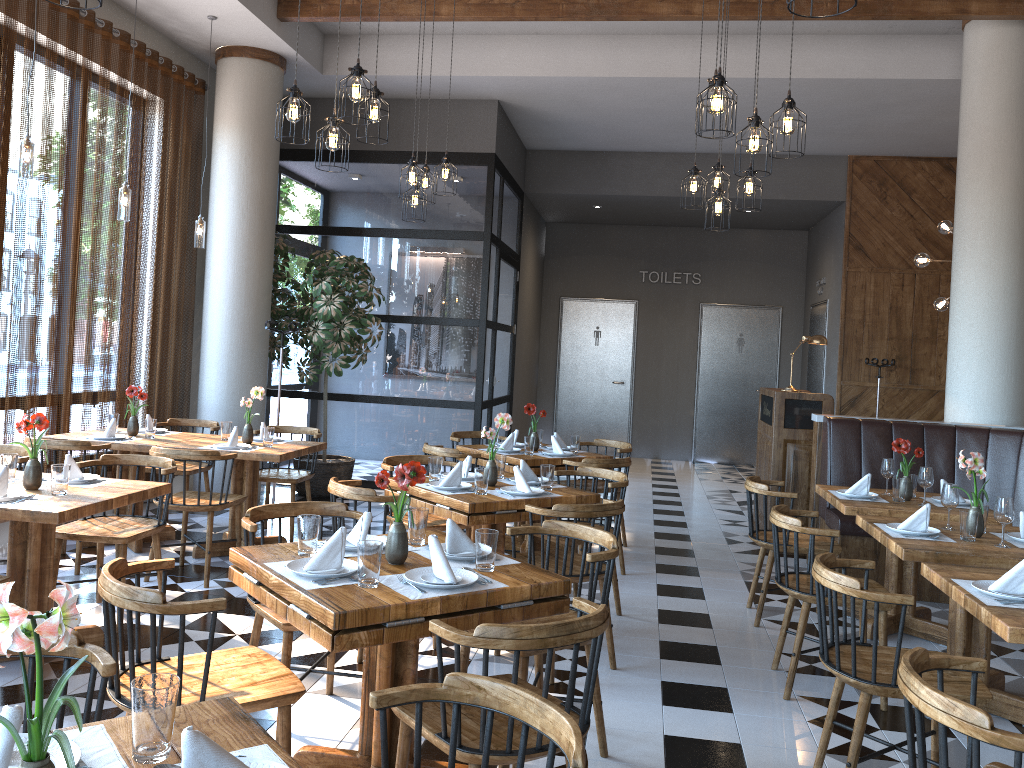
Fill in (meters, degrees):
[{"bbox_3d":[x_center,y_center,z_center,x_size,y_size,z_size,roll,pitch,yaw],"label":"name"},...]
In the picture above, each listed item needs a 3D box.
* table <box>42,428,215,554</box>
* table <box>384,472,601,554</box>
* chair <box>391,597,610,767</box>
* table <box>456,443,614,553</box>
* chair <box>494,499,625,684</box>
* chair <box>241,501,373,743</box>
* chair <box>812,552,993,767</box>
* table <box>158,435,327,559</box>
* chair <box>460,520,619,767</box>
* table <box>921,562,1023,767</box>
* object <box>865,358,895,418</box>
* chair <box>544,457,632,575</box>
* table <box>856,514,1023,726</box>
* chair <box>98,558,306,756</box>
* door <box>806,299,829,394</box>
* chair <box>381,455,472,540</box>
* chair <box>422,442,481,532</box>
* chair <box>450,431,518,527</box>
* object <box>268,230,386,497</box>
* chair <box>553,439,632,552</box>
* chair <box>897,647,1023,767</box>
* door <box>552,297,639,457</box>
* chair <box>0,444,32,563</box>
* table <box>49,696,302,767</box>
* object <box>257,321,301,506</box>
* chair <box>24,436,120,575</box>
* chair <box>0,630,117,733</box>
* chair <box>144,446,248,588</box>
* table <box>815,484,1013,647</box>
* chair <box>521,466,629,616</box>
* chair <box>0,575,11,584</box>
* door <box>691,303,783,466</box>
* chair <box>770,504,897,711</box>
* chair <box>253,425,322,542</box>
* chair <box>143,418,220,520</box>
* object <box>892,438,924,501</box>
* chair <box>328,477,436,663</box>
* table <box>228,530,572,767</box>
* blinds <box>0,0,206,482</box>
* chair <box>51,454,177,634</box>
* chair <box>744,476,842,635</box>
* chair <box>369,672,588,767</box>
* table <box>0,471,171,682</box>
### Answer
[{"bbox_3d":[-2.703,0.747,6.269,0.850,0.764,0.850,3,1,9],"label":"table"},{"bbox_3d":[-0.136,0.937,4.840,0.863,0.764,0.865,2,1,-36],"label":"table"},{"bbox_3d":[-0.036,1.000,2.475,0.519,0.817,0.550,3,0,-36],"label":"chair"},{"bbox_3d":[0.146,0.886,6.698,0.863,0.764,0.865,2,1,-36],"label":"table"},{"bbox_3d":[0.242,0.950,4.313,0.519,0.817,0.550,3,0,-36],"label":"chair"},{"bbox_3d":[-0.799,0.922,3.513,0.519,0.817,0.550,3,0,-36],"label":"chair"},{"bbox_3d":[1.315,1.052,3.078,0.550,0.817,0.519,3,0,9],"label":"chair"},{"bbox_3d":[-1.858,0.797,6.141,0.850,0.764,0.850,3,1,9],"label":"table"},{"bbox_3d":[0.101,0.976,3.376,0.549,0.817,0.520,3,0,-36],"label":"chair"},{"bbox_3d":[1.939,1.115,2.988,0.850,0.764,0.850,3,1,9],"label":"table"},{"bbox_3d":[4.205,0.531,10.218,0.375,1.659,0.374,3,0,31],"label":"object"},{"bbox_3d":[0.526,0.898,6.183,0.519,0.817,0.550,3,0,-36],"label":"chair"},{"bbox_3d":[2.102,1.086,4.066,0.850,0.764,0.850,3,1,9],"label":"table"},{"bbox_3d":[-0.936,0.947,2.612,0.549,0.817,0.520,3,0,-36],"label":"chair"},{"bbox_3d":[4.054,0.093,11.906,0.114,2.394,1.206,3,0,9],"label":"door"},{"bbox_3d":[-0.521,0.871,5.352,0.519,0.817,0.550,3,0,-36],"label":"chair"},{"bbox_3d":[-0.374,0.844,6.320,0.549,0.817,0.520,3,0,-36],"label":"chair"},{"bbox_3d":[-0.238,0.819,7.222,0.519,0.817,0.550,3,0,-36],"label":"chair"},{"bbox_3d":[-2.074,-0.219,8.593,1.634,2.593,1.380,3,0,-7],"label":"object"},{"bbox_3d":[0.657,0.872,7.107,0.549,0.817,0.520,3,0,-36],"label":"chair"},{"bbox_3d":[1.150,1.082,1.988,0.550,0.817,0.519,3,0,9],"label":"chair"},{"bbox_3d":[1.267,-0.116,13.528,1.207,2.394,0.114,3,0,9],"label":"door"},{"bbox_3d":[-2.921,0.762,4.785,0.519,0.817,0.549,3,0,9],"label":"chair"},{"bbox_3d":[-0.684,1.037,1.222,0.863,0.764,0.865,2,1,-36],"label":"table"},{"bbox_3d":[-2.057,0.279,7.796,0.375,1.659,0.374,3,0,31],"label":"object"},{"bbox_3d":[-2.794,0.738,5.626,0.519,0.817,0.549,3,0,9],"label":"chair"},{"bbox_3d":[-1.069,0.971,1.734,0.519,0.817,0.550,3,0,-36],"label":"chair"},{"bbox_3d":[-1.961,0.788,5.499,0.519,0.817,0.549,3,0,9],"label":"chair"},{"bbox_3d":[2.267,1.055,5.157,0.850,0.764,0.850,3,1,9],"label":"table"},{"bbox_3d":[0.379,0.925,5.215,0.549,0.817,0.520,3,0,-36],"label":"chair"},{"bbox_3d":[-2.284,0.847,3.368,0.519,0.817,0.549,3,0,9],"label":"chair"},{"bbox_3d":[3.354,0.008,13.210,1.207,2.394,0.114,3,0,9],"label":"door"},{"bbox_3d":[1.480,1.022,4.167,0.550,0.817,0.519,3,0,9],"label":"chair"},{"bbox_3d":[-1.765,0.752,6.790,0.519,0.817,0.549,3,0,9],"label":"chair"},{"bbox_3d":[-2.598,0.703,6.917,0.519,0.817,0.549,3,0,9],"label":"chair"},{"bbox_3d":[2.297,0.496,5.173,0.156,0.355,0.171,3,0,2],"label":"object"},{"bbox_3d":[-0.658,0.896,4.451,0.549,0.817,0.520,3,0,-36],"label":"chair"},{"bbox_3d":[-0.415,0.988,3.002,0.863,0.764,0.865,2,1,-36],"label":"table"},{"bbox_3d":[-3.470,-0.866,4.477,0.160,3.581,7.266,3,2,9],"label":"blinds"},{"bbox_3d":[-2.088,0.811,4.658,0.519,0.817,0.549,3,0,9],"label":"chair"},{"bbox_3d":[1.645,0.992,5.257,0.550,0.817,0.519,3,0,9],"label":"chair"},{"bbox_3d":[-0.169,1.025,1.597,0.549,0.817,0.520,3,0,-36],"label":"chair"},{"bbox_3d":[-2.181,0.856,4.009,0.850,0.764,0.850,3,1,9],"label":"table"}]
